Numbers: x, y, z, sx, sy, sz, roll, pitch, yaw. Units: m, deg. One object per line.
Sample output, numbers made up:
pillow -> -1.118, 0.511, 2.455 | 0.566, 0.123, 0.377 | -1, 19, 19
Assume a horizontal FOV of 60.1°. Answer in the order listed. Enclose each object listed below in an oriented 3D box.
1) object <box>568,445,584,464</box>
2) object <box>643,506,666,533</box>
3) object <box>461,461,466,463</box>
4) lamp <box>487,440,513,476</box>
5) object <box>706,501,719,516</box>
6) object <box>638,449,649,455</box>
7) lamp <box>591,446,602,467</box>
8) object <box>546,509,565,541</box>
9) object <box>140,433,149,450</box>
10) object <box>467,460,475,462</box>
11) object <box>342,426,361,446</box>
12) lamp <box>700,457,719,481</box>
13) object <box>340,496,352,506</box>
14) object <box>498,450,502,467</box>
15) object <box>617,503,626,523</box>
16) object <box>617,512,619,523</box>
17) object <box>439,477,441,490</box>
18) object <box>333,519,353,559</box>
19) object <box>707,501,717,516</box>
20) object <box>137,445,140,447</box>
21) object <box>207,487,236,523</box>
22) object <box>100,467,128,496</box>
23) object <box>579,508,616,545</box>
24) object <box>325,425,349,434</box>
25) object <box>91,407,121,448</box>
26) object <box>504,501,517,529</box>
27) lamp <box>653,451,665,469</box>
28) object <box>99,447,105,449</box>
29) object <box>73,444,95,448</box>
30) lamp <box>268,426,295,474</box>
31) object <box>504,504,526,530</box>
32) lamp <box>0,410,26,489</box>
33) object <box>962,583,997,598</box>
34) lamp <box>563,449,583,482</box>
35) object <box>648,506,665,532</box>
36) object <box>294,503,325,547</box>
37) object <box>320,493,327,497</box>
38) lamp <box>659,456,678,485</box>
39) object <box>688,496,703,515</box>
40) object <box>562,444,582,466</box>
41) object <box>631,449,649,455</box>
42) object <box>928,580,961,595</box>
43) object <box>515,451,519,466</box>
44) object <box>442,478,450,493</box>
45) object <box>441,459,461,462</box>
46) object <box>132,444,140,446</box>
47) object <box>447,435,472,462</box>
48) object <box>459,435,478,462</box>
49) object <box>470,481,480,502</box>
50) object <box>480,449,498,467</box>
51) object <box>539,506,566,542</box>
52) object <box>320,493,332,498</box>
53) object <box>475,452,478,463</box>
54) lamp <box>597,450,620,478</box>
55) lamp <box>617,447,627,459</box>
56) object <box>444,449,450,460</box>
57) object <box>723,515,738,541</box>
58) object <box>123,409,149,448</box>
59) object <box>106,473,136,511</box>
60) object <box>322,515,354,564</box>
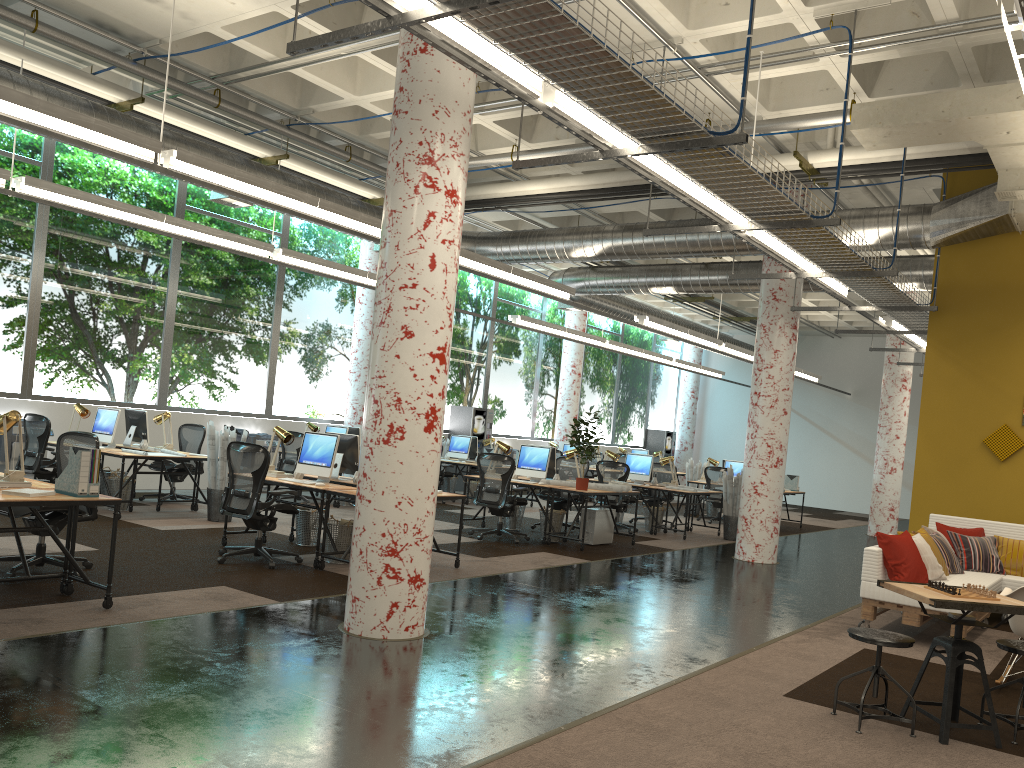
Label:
object -> 1.428, 1.625, 20.288 | 0.482, 0.485, 0.190 | 4, -1, 36
object -> 2.263, 2.146, 14.161 | 0.358, 0.435, 0.354 | 5, -1, 32
object -> -0.874, 1.421, 16.096 | 0.059, 0.029, 0.106 | 4, -3, 36
lamp -> -0.225, 1.067, 12.021 | 0.219, 0.611, 0.527 | 6, -1, -35
object -> 4.154, 2.534, 18.243 | 0.358, 0.435, 0.354 | 5, -1, 32
object -> 3.303, 1.939, 22.935 | 0.482, 0.485, 0.190 | 4, -1, 36
lamp -> 1.938, 1.701, 19.991 | 0.219, 0.611, 0.527 | 6, -1, -35
object -> 0.559, 1.847, 11.630 | 0.234, 0.403, 0.120 | 5, 0, 36
object -> -4.634, 0.723, 11.165 | 0.101, 0.209, 0.101 | 6, 0, -9
object -> -0.746, 1.496, 17.207 | 0.438, 0.017, 0.119 | 3, -4, 36
object -> -2.676, 0.940, 14.494 | 0.482, 0.485, 0.190 | 4, -1, 36
lamp -> 3.904, 1.776, 17.800 | 0.219, 0.611, 0.527 | 6, -1, -35
object -> -2.550, 1.668, 13.757 | 0.358, 0.435, 0.354 | 5, -1, 32
object -> -0.317, 1.327, 15.883 | 0.280, 0.302, 0.150 | 5, -1, 36
object -> 1.777, 2.146, 15.057 | 0.358, 0.435, 0.354 | 5, -1, 32
object -> 1.726, 2.151, 14.996 | 0.234, 0.403, 0.120 | 5, 0, 36
object -> -1.551, 1.992, 17.676 | 0.354, 0.398, 0.352 | 6, -1, -35
object -> -1.608, 1.505, 8.525 | 0.234, 0.403, 0.120 | 5, 0, 36
object -> 4.103, 2.539, 18.182 | 0.234, 0.403, 0.120 | 5, 0, 36
object -> -4.733, 0.830, 11.577 | 0.438, 0.017, 0.119 | 3, -4, 36
object -> -3.479, 1.448, 10.584 | 0.353, 0.398, 0.353 | 6, -1, -10
object -> -5.221, 1.303, 11.569 | 0.358, 0.435, 0.354 | 5, -1, 32
object -> 1.145, 1.892, 11.832 | 0.220, 0.455, 0.543 | 5, -2, 36
object -> -2.769, 0.902, 13.912 | 0.482, 0.485, 0.190 | 4, -1, 36
object -> -4.953, 0.537, 10.828 | 0.482, 0.485, 0.190 | 4, -1, 36
object -> -0.026, 1.831, 12.404 | 0.234, 0.403, 0.120 | 5, 0, 36
lamp -> 3.813, 2.014, 22.638 | 0.219, 0.611, 0.527 | 6, -1, -35
object -> -4.862, 0.755, 10.466 | 0.059, 0.029, 0.106 | 4, -3, 36
object -> -5.124, 0.746, 10.662 | 0.438, 0.017, 0.119 | 3, -4, 36
lamp -> -2.393, 0.725, 8.916 | 0.219, 0.611, 0.527 | 6, -1, -35
object -> 0.025, 1.825, 12.465 | 0.358, 0.435, 0.354 | 5, -1, 32
lamp -> -3.372, 0.480, 5.934 | 0.219, 0.611, 0.527 | 6, -1, -35
object -> 2.560, 1.123, 4.853 | 0.056, 0.053, 0.251 | 6, -3, -4
lamp -> 0.891, 1.173, 12.007 | 0.209, 0.611, 0.527 | 6, -1, -35
object -> 2.311, 2.167, 14.223 | 0.234, 0.403, 0.120 | 5, 0, 36
object -> -2.143, 1.483, 9.360 | 0.358, 0.435, 0.354 | 5, -1, 32
object -> -3.087, 1.673, 14.591 | 0.234, 0.403, 0.120 | 5, 0, 36
lamp -> 2.643, 1.493, 14.599 | 0.209, 0.611, 0.527 | 6, -1, -35
object -> 3.836, 2.558, 18.720 | 0.353, 0.398, 0.353 | 6, -1, -9
object -> 1.335, 1.587, 19.706 | 0.482, 0.485, 0.190 | 4, -1, 36
object -> 3.210, 1.900, 22.353 | 0.482, 0.485, 0.190 | 4, -1, 36
object -> 2.360, 1.103, 4.838 | 0.056, 0.053, 0.250 | 6, -3, -4
object -> 0.181, 1.410, 16.587 | 0.280, 0.302, 0.150 | 5, -1, 36
object -> -1.284, 1.974, 17.137 | 0.234, 0.403, 0.120 | 5, 0, 36
object -> -1.137, 1.412, 16.292 | 0.438, 0.017, 0.119 | 3, -4, 36
object -> -4.995, 0.809, 11.773 | 0.059, 0.029, 0.106 | 4, -3, 36
object -> -1.239, 1.549, 16.632 | 1.075, 1.209, 0.191 | 5, 0, 36
object -> -0.873, 1.241, 17.040 | 0.482, 0.485, 0.190 | 4, -1, 36
object -> -0.699, 1.990, 16.364 | 0.234, 0.403, 0.120 | 5, 0, 36
object -> -0.403, 1.313, 15.763 | 0.280, 0.302, 0.150 | 5, -1, 36
object -> 0.511, 1.826, 11.569 | 0.358, 0.435, 0.354 | 5, -1, 32
object -> -3.036, 1.667, 14.653 | 0.358, 0.435, 0.354 | 5, -1, 32
object -> -0.646, 1.389, 16.795 | 0.101, 0.209, 0.101 | 6, 0, -9
lamp -> 1.531, 1.388, 14.616 | 0.209, 0.611, 0.527 | 6, -1, -35
lamp -> 2.692, 1.908, 22.650 | 0.219, 0.611, 0.527 | 6, -1, -35
object -> -1.218, 1.330, 16.703 | 0.101, 0.209, 0.101 | 6, 0, -9
object -> 3.518, 2.291, 14.073 | 0.353, 0.398, 0.353 | 6, -1, -9
object -> -4.860, 0.575, 11.410 | 0.482, 0.485, 0.190 | 4, -1, 36
object -> -4.735, 1.303, 10.672 | 0.358, 0.435, 0.354 | 5, -1, 32
object -> -1.657, 1.483, 8.463 | 0.358, 0.435, 0.354 | 5, -1, 32
